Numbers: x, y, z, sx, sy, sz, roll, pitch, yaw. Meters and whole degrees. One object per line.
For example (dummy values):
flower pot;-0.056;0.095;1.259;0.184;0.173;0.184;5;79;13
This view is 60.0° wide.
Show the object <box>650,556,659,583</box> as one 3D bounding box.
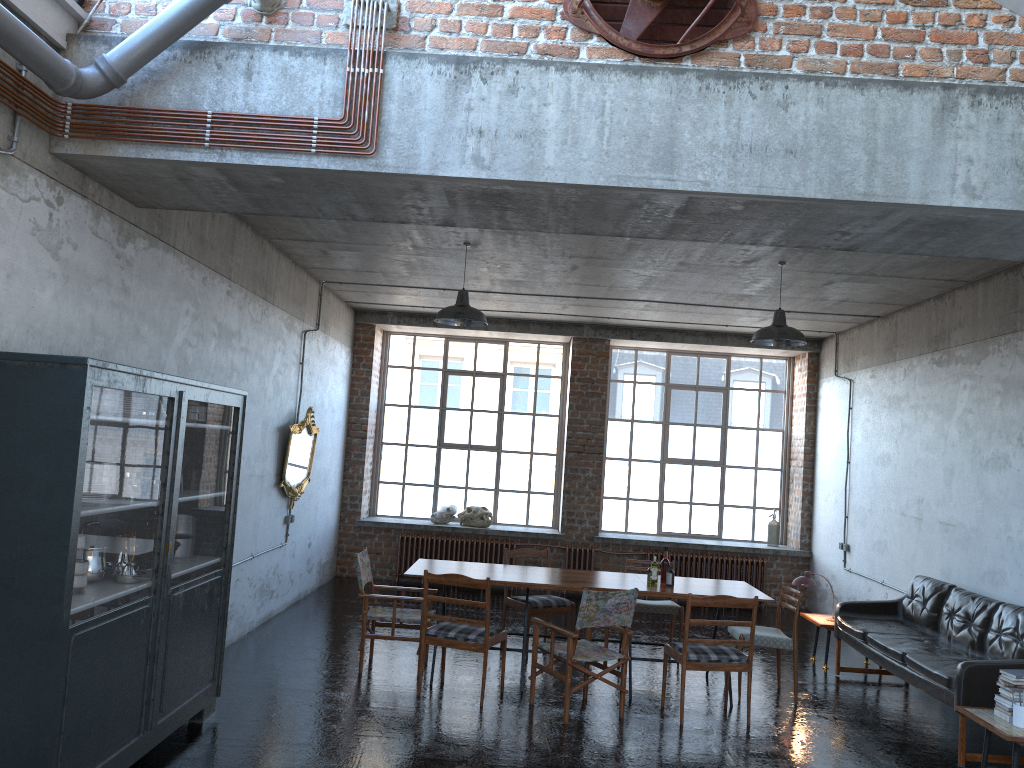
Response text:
object;1.269;1.655;7.906;0.070;0.235;0.041;4;-4;1

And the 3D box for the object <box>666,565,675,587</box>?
object;1.396;1.687;7.814;0.051;0.180;0.097;6;-5;-27

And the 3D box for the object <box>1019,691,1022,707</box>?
object;3.277;2.072;5.713;0.009;0.167;0.061;3;-4;14

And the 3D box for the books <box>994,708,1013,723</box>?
books;3.341;2.186;5.830;0.248;0.043;0.192;4;-4;1

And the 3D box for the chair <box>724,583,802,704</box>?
chair;2.231;2.273;7.855;0.577;0.971;0.589;4;-4;1

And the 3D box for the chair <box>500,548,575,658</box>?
chair;0.264;2.205;8.958;0.573;1.028;0.509;7;-5;-34

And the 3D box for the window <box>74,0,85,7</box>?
window;-1.976;-3.508;0.986;0.994;2.404;8.048;4;-4;1

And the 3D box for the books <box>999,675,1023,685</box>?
books;3.373;1.963;5.868;0.209;0.023;0.167;4;-4;-5

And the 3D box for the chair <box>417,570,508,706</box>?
chair;-0.386;2.033;7.208;0.573;1.028;0.509;2;-5;21

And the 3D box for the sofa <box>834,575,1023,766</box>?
sofa;3.599;2.267;7.494;0.929;1.045;2.610;4;-4;1

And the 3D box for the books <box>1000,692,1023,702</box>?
books;3.368;2.067;5.850;0.221;0.023;0.147;4;-4;1

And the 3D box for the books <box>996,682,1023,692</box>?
books;3.364;2.005;5.855;0.244;0.019;0.174;4;-4;1

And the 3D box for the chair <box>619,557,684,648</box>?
chair;1.418;2.309;9.091;0.589;0.971;0.577;4;-4;1

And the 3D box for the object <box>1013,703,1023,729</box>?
object;3.265;2.122;5.668;0.110;0.137;0.110;4;-4;1

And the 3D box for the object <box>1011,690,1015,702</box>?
object;3.234;2.077;5.699;0.046;0.202;0.023;1;-5;37

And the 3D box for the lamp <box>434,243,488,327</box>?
lamp;-0.445;-1.013;8.314;0.502;0.891;0.502;3;-4;6

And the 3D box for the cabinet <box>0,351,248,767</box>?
cabinet;-2.316;1.087;5.246;0.572;2.297;2.386;4;-4;1

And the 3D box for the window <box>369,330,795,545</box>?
window;5.220;2.746;13.748;19.864;12.900;0.747;4;-4;1

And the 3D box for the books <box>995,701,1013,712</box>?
books;3.347;2.130;5.833;0.249;0.023;0.175;4;-4;2

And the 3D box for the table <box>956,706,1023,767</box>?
table;3.416;2.429;5.712;0.811;0.458;0.649;4;-4;1

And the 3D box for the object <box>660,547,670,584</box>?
object;1.374;1.623;7.947;0.075;0.324;0.075;2;-5;27

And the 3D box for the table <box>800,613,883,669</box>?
table;3.483;2.691;9.196;0.811;0.458;0.649;4;-4;1

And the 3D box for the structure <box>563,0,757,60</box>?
structure;0.826;-2.316;4.938;1.058;1.096;0.808;4;-4;1

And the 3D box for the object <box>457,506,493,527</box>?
object;-0.565;1.953;13.118;0.418;0.305;0.625;6;-5;-25

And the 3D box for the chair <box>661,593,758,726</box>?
chair;1.558;2.151;7.045;0.573;1.028;0.509;5;-4;-9

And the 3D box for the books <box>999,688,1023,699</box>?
books;3.369;2.048;5.857;0.224;0.021;0.158;4;-4;1

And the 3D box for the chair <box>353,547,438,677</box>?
chair;-1.058;2.027;7.927;0.713;1.031;0.574;4;-4;1

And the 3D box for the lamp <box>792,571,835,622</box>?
lamp;3.154;2.199;9.223;0.496;0.492;0.220;4;-4;-7

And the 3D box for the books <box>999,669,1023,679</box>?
books;3.370;1.920;5.871;0.201;0.024;0.159;4;-4;-9

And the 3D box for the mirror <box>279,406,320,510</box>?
mirror;-2.403;0.843;10.139;0.172;1.182;1.339;4;-4;1

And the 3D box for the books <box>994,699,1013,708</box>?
books;3.359;2.113;5.850;0.255;0.014;0.192;4;-4;5

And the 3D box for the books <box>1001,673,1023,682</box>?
books;3.374;1.941;5.860;0.205;0.020;0.155;4;-4;1

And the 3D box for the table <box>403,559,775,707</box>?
table;0.619;2.195;7.920;3.112;0.917;1.067;4;-4;1

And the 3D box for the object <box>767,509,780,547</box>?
object;3.873;2.126;13.122;0.172;0.551;0.172;8;-6;-44

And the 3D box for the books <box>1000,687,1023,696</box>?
books;3.368;2.026;5.853;0.205;0.022;0.155;4;-4;-4

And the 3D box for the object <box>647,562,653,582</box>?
object;1.264;1.699;8.019;0.077;0.173;0.077;5;-4;-13

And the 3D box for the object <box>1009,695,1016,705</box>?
object;3.247;2.086;5.684;0.137;0.190;0.009;4;-4;4

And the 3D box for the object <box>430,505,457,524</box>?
object;-1.012;1.940;13.191;0.281;0.281;0.575;2;-5;28

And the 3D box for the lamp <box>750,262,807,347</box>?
lamp;2.496;-0.821;8.243;0.502;0.891;0.502;3;-4;6

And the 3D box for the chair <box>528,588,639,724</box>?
chair;0.555;2.062;6.937;0.574;1.031;0.713;6;-5;-29

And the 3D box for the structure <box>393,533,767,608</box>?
structure;0.978;2.661;12.668;5.349;0.713;0.232;4;-4;1

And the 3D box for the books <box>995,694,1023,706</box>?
books;3.359;2.092;5.852;0.245;0.028;0.193;4;-4;-4

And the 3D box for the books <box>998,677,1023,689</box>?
books;3.358;1.983;5.857;0.231;0.023;0.162;3;-4;17

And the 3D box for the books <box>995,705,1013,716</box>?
books;3.346;2.153;5.831;0.249;0.023;0.175;4;-4;-3
